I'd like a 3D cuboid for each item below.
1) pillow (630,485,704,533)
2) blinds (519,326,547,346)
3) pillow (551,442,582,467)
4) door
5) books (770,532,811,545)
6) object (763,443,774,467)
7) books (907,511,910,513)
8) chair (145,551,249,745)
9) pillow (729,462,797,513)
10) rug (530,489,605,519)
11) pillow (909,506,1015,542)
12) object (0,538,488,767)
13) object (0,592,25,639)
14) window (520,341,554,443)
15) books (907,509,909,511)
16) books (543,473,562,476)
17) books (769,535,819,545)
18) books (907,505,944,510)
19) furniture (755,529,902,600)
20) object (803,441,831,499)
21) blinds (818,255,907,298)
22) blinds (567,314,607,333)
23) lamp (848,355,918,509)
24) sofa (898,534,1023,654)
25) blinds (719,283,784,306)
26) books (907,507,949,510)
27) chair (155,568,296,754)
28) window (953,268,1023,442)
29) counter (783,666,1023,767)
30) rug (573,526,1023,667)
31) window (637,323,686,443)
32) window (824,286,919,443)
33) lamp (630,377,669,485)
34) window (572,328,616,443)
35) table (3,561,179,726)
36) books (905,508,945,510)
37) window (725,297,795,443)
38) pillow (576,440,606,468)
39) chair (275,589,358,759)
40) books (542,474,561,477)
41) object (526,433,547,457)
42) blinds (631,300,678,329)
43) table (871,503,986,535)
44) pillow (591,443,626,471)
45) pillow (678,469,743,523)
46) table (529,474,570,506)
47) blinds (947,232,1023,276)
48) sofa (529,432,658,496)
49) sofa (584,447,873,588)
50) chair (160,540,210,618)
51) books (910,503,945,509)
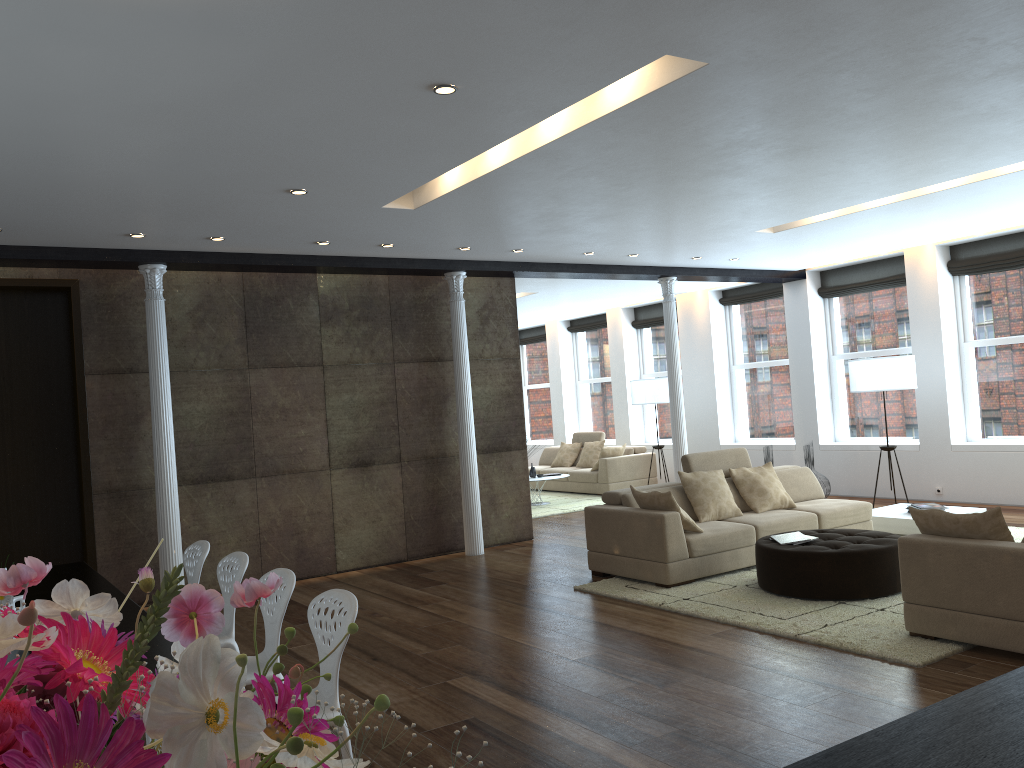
[{"bbox_3d":[1.228,1.004,7.123,0.395,0.393,0.518,-3,-1,-30],"label":"pillow"},{"bbox_3d":[0.505,-0.984,17.683,0.156,0.327,1.377,-3,-1,-33],"label":"blinds"},{"bbox_3d":[0.927,1.186,14.924,0.368,0.416,0.519,-3,-2,-38],"label":"pillow"},{"bbox_3d":[-4.081,0.562,7.349,1.000,2.814,0.510,-3,-1,-33],"label":"door"},{"bbox_3d":[2.044,1.134,6.521,0.220,0.040,0.301,-4,-1,2],"label":"books"},{"bbox_3d":[3.349,1.142,11.525,0.458,0.781,0.458,-3,-2,-34],"label":"object"},{"bbox_3d":[3.934,1.228,8.437,0.220,0.010,0.300,-4,-1,2],"label":"books"},{"bbox_3d":[-1.619,1.313,4.495,0.581,0.835,0.495,-3,-1,-33],"label":"chair"},{"bbox_3d":[2.265,0.939,8.066,0.519,0.416,0.368,-3,-1,-28],"label":"pillow"},{"bbox_3d":[0.100,1.809,13.928,2.972,0.020,4.231,-3,-1,-33],"label":"rug"},{"bbox_3d":[2.581,0.861,5.028,0.395,0.393,0.518,-3,-2,-36],"label":"pillow"},{"bbox_3d":[-0.298,0.333,0.419,0.544,0.552,0.570,-3,-1,-27],"label":"object"},{"bbox_3d":[-1.874,0.872,3.289,0.076,0.233,0.161,-5,-2,39],"label":"object"},{"bbox_3d":[2.500,0.720,26.199,34.761,17.917,13.698,-3,-1,-33],"label":"window"},{"bbox_3d":[3.932,1.209,8.437,0.220,0.010,0.300,-4,-1,2],"label":"books"},{"bbox_3d":[0.572,1.340,13.134,0.300,0.010,0.220,-4,-1,-18],"label":"books"},{"bbox_3d":[2.071,1.139,6.520,0.219,0.031,0.300,-4,-1,-18],"label":"books"},{"bbox_3d":[3.930,1.170,8.438,0.220,0.010,0.300,-4,-1,2],"label":"books"},{"bbox_3d":[2.330,1.298,6.488,1.057,0.355,1.057,-3,-1,-31],"label":"furniture"},{"bbox_3d":[3.784,1.105,11.252,0.458,0.781,0.458,-3,-2,-34],"label":"object"},{"bbox_3d":[4.552,-1.378,11.395,0.183,0.395,1.431,-3,-1,-33],"label":"blinds"},{"bbox_3d":[1.487,-1.114,16.161,0.156,0.275,1.442,-3,-1,-33],"label":"blinds"},{"bbox_3d":[4.211,0.568,9.957,0.698,1.728,0.698,-4,-1,-9],"label":"lamp"},{"bbox_3d":[3.560,0.907,5.390,2.581,0.950,1.021,-3,-1,-33],"label":"sofa"},{"bbox_3d":[3.579,-1.335,12.924,0.156,0.275,1.396,-3,-1,-33],"label":"blinds"},{"bbox_3d":[3.956,1.178,8.437,0.220,0.010,0.300,-4,-1,-18],"label":"books"},{"bbox_3d":[-1.227,1.271,3.872,0.581,0.835,0.495,-3,-1,-33],"label":"chair"},{"bbox_3d":[5.685,-0.475,9.875,0.123,2.400,1.442,-3,-1,-33],"label":"window"},{"bbox_3d":[-0.172,0.617,0.363,3.700,0.040,1.000,-3,-1,-33],"label":"counter"},{"bbox_3d":[3.069,1.443,6.983,4.231,0.020,2.972,-3,-1,-33],"label":"rug"},{"bbox_3d":[2.588,-0.148,14.668,0.123,2.400,1.345,-3,-1,-33],"label":"window"},{"bbox_3d":[4.690,-0.370,11.415,0.123,2.400,1.432,-3,-1,-33],"label":"window"},{"bbox_3d":[2.158,0.784,13.135,0.698,1.728,0.698,-4,-1,-9],"label":"lamp"},{"bbox_3d":[1.615,-0.045,16.173,0.123,2.400,1.444,-3,-1,-33],"label":"window"},{"bbox_3d":[-2.193,1.388,3.706,1.200,0.733,3.400,-3,-1,-33],"label":"table"},{"bbox_3d":[3.931,1.190,8.437,0.220,0.010,0.300,-4,-1,-8],"label":"books"},{"bbox_3d":[3.708,-0.267,12.934,0.123,2.400,1.391,-3,-1,-33],"label":"window"},{"bbox_3d":[1.275,1.139,14.407,0.301,0.439,0.534,-3,-2,-37],"label":"pillow"},{"bbox_3d":[-0.850,1.231,3.281,0.581,0.835,0.495,-3,-1,-33],"label":"chair"},{"bbox_3d":[0.572,1.349,13.109,0.300,0.010,0.220,-4,-1,2],"label":"books"},{"bbox_3d":[-0.026,1.347,16.016,1.125,1.014,1.119,-5,-2,43],"label":"object"},{"bbox_3d":[2.463,-1.157,14.657,0.156,0.393,1.342,-3,-1,-33],"label":"blinds"},{"bbox_3d":[3.928,1.323,8.622,0.900,0.170,0.900,-3,-1,-33],"label":"table"},{"bbox_3d":[1.490,1.129,13.640,0.518,0.393,0.395,-3,-2,-36],"label":"pillow"},{"bbox_3d":[1.734,0.960,7.737,0.534,0.439,0.301,-3,-1,-29],"label":"pillow"},{"bbox_3d":[0.348,1.564,12.966,1.022,0.393,1.022,-4,-1,11],"label":"table"},{"bbox_3d":[5.561,-1.477,9.862,0.156,0.424,1.439,-3,-1,-33],"label":"blinds"},{"bbox_3d":[1.137,1.283,14.611,1.018,0.950,2.581,-3,-1,-33],"label":"sofa"},{"bbox_3d":[1.964,1.076,7.861,2.581,0.950,1.021,-3,-1,-33],"label":"sofa"},{"bbox_3d":[-2.012,1.353,5.068,0.581,0.835,0.495,-3,-1,-33],"label":"chair"},{"bbox_3d":[3.954,1.159,8.437,0.220,0.010,0.300,-4,-1,7],"label":"books"}]
